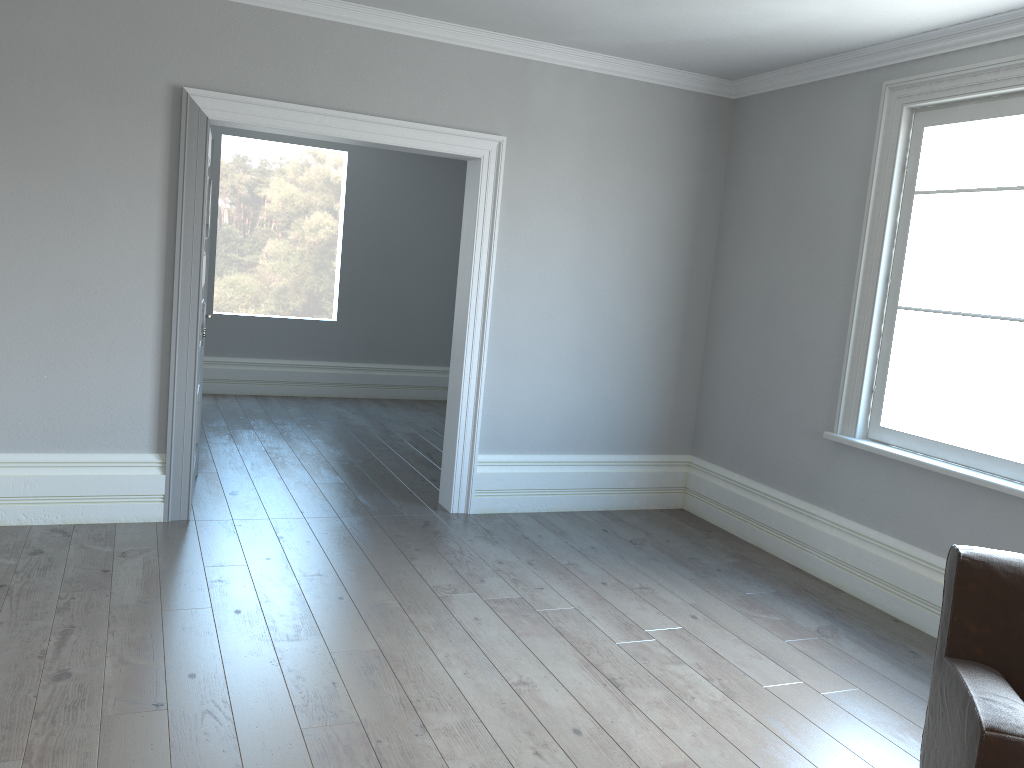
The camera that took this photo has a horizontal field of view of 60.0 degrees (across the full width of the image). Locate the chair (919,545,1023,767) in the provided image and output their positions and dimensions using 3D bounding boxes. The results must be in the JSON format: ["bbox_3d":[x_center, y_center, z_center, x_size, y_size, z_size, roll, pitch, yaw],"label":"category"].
[{"bbox_3d":[1.523,0.954,2.192,0.807,0.794,0.970,8,8,18],"label":"chair"}]
